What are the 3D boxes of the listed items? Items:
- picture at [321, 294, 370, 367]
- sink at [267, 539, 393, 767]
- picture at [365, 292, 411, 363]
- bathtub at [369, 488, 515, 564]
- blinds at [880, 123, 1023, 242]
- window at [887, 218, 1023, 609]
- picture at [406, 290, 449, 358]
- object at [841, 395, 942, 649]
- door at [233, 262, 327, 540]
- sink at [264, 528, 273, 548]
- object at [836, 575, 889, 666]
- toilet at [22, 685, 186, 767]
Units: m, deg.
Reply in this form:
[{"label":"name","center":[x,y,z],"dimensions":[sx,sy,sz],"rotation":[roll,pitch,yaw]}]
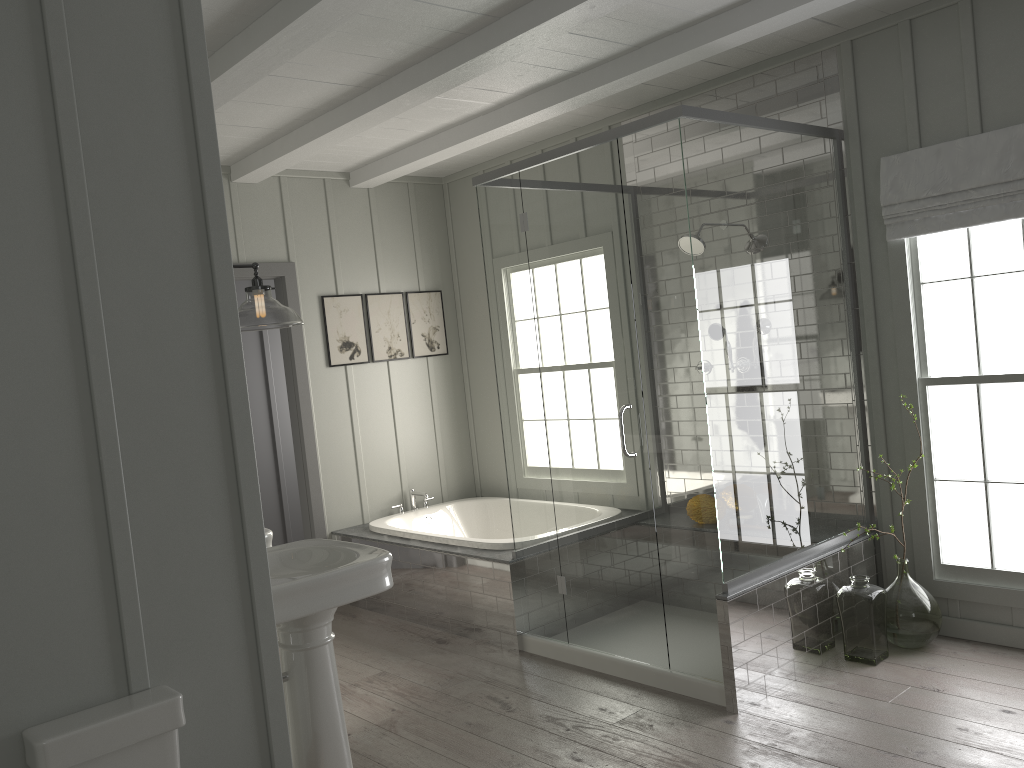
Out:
[{"label":"picture","center":[-1.087,-0.353,5.791],"dimensions":[0.302,0.461,0.013],"rotation":[-8,3,-40]},{"label":"sink","center":[-0.691,0.963,2.874],"dimensions":[0.547,1.014,0.589],"rotation":[-8,3,-41]},{"label":"picture","center":[-0.841,-0.388,6.003],"dimensions":[0.302,0.461,0.013],"rotation":[-8,3,-40]},{"label":"bathtub","center":[-0.150,0.922,5.455],"dimensions":[1.013,0.490,1.614],"rotation":[-8,3,-41]},{"label":"blinds","center":[2.012,-0.850,3.566],"dimensions":[0.070,0.380,1.065],"rotation":[-8,3,-41]},{"label":"window","center":[2.158,-0.028,3.647],"dimensions":[0.087,1.950,1.091],"rotation":[-8,3,-41]},{"label":"picture","center":[-0.595,-0.422,6.215],"dimensions":[0.302,0.461,0.013],"rotation":[-8,3,-40]},{"label":"object","center":[1.627,0.620,3.836],"dimensions":[0.498,1.117,0.285],"rotation":[-8,4,-42]},{"label":"door","center":[0.256,0.274,2.679],"dimensions":[4.114,2.197,8.045],"rotation":[-8,3,-41]},{"label":"sink","center":[-1.243,0.999,3.505],"dimensions":[0.547,1.014,0.589],"rotation":[-8,3,-41]},{"label":"object","center":[1.522,1.014,3.829],"dimensions":[0.157,0.361,0.169],"rotation":[-8,3,-43]},{"label":"toilet","center":[-0.755,1.125,1.875],"dimensions":[0.320,0.787,0.542],"rotation":[-8,3,-41]}]
